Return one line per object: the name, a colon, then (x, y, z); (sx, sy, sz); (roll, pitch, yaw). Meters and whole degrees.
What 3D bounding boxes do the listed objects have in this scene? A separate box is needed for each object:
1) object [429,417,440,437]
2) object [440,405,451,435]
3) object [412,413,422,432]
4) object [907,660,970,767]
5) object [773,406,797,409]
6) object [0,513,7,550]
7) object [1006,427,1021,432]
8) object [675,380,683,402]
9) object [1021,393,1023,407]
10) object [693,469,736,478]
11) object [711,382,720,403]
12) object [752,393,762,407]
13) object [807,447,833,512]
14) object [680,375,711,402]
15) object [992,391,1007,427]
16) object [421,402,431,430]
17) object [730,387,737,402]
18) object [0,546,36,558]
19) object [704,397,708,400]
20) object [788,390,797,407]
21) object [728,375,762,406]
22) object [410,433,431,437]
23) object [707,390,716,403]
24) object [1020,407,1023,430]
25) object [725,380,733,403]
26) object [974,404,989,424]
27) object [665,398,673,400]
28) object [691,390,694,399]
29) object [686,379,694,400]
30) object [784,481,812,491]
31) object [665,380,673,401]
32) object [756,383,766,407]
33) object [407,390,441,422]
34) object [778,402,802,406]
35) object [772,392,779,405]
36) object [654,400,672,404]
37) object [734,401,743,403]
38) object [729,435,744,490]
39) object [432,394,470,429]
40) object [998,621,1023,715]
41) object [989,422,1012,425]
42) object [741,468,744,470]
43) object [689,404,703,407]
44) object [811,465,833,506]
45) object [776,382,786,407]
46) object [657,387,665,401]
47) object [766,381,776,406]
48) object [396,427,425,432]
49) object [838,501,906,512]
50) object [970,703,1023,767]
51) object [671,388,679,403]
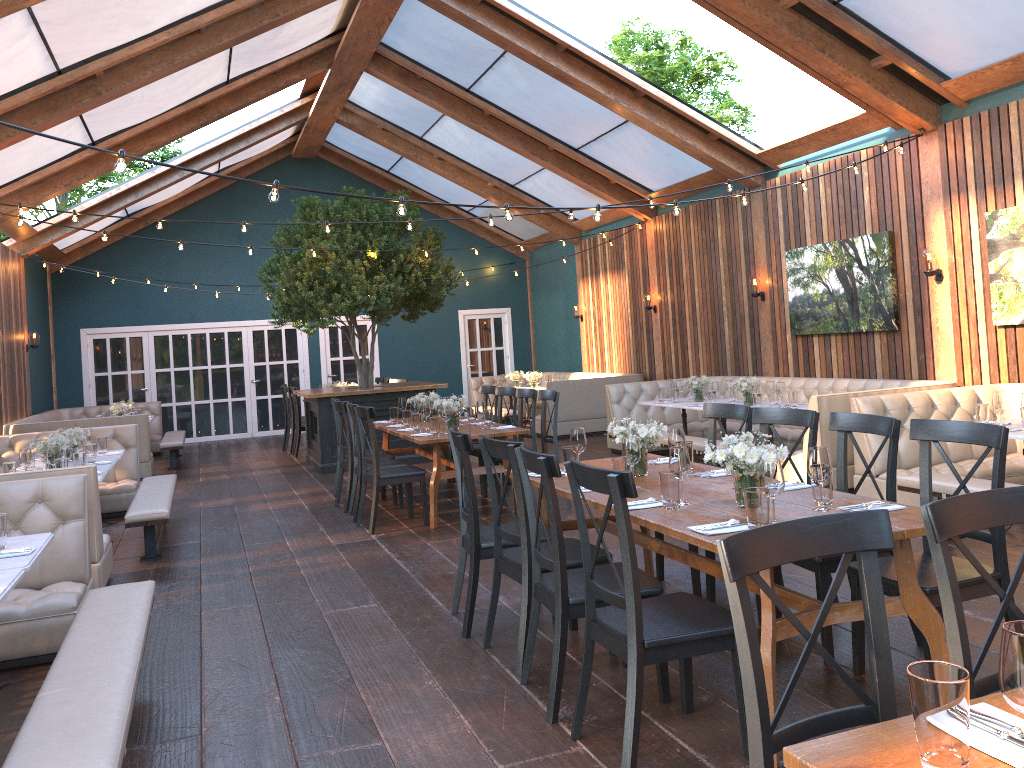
object: (-0.641, 0.355, 7.373); (0.091, 0.158, 0.092); (-4, 0, 17)
object: (-0.561, 0.301, 7.497); (0.092, 0.245, 0.092); (-3, -1, -17)
object: (-0.848, 0.343, 7.919); (0.092, 0.158, 0.092); (-4, 0, 7)
object: (0.692, 0.541, 1.427); (0.092, 0.158, 0.092); (-4, 0, 7)
object: (2.594, 0.227, 8.473); (0.157, 0.019, 0.255); (-5, 3, -19)
object: (-2.345, 0.674, 4.023); (0.092, 0.158, 0.091); (-3, 0, -33)
object: (3.270, 0.301, 5.892); (0.255, 0.019, 0.157); (-5, 3, -19)
object: (1.912, 0.083, 10.114); (0.092, 0.245, 0.092); (-4, -1, 28)
object: (3.423, 0.181, 5.852); (0.092, 0.245, 0.092); (-4, -1, 28)
object: (1.024, 0.450, 4.491); (0.255, 0.019, 0.157); (-5, 3, -19)
object: (2.162, 0.100, 9.383); (0.092, 0.245, 0.092); (-4, -1, 28)
object: (2.372, 0.168, 8.542); (0.092, 0.158, 0.091); (-3, 0, -33)
object: (1.209, 0.372, 3.472); (0.092, 0.245, 0.092); (-4, -1, 23)
object: (2.087, 0.046, 9.966); (0.336, 0.310, 0.329); (-4, 1, -7)
object: (3.354, 0.174, 6.084); (0.092, 0.245, 0.092); (-4, -1, 28)
object: (-0.780, 0.290, 8.046); (0.092, 0.245, 0.092); (-3, -1, -17)
object: (2.415, 0.114, 9.667); (0.092, 0.158, 0.091); (-3, 0, -33)
object: (-2.242, 0.743, 3.888); (0.255, 0.019, 0.157); (-5, 3, -19)
object: (2.252, 0.166, 10.286); (0.255, 0.019, 0.157); (-5, 3, -19)
object: (2.723, 0.144, 8.574); (0.091, 0.158, 0.092); (-4, 0, 17)
object: (2.407, 0.066, 9.063); (0.336, 0.310, 0.329); (-4, 1, -3)
object: (-0.732, 0.423, 7.532); (0.255, 0.019, 0.157); (-5, 3, -19)
object: (2.104, 0.151, 9.291); (0.092, 0.158, 0.091); (-3, 0, -33)
object: (3.364, 0.232, 5.760); (0.092, 0.158, 0.091); (-3, 0, -33)
object: (2.351, 0.079, 9.577); (0.092, 0.245, 0.092); (-4, -1, 28)
object: (3.266, 0.220, 6.144); (0.092, 0.158, 0.091); (-3, 0, -33)
object: (1.894, 0.179, 10.504); (0.157, 0.019, 0.255); (-5, 3, -19)
object: (2.148, 0.096, 10.421); (0.092, 0.158, 0.091); (-3, 0, -33)
object: (2.084, 0.062, 10.331); (0.092, 0.245, 0.092); (-4, -1, 28)
object: (1.215, 0.461, 4.001); (0.255, 0.019, 0.157); (-5, 3, -19)
object: (1.844, 0.076, 10.346); (0.092, 0.245, 0.092); (-4, -1, 28)
object: (2.430, 0.117, 8.633); (0.092, 0.245, 0.092); (-3, -1, -17)
object: (-0.874, 0.223, 8.934); (0.336, 0.310, 0.328); (-4, 1, -24)
object: (2.768, 0.200, 8.825); (0.255, 0.019, 0.157); (-5, 3, -19)
object: (2.664, 0.130, 8.960); (0.092, 0.158, 0.091); (-3, 0, -33)
object: (1.759, 0.203, 10.154); (0.255, 0.019, 0.157); (-5, 3, -19)
object: (2.518, 0.183, 9.532); (0.255, 0.019, 0.157); (-5, 3, -19)
object: (1.034, 0.357, 4.041); (0.092, 0.245, 0.092); (-4, -1, 23)
object: (-0.552, 0.248, 7.936); (0.328, 0.310, 0.336); (-3, 1, 18)
object: (0.798, 0.495, 1.351); (0.092, 0.245, 0.092); (-4, -1, 23)
object: (3.404, 0.277, 6.242); (0.157, 0.019, 0.255); (-5, 3, -19)
object: (1.092, 0.392, 4.145); (0.092, 0.158, 0.092); (-4, 0, 7)
object: (2.009, 0.221, 9.423); (0.255, 0.019, 0.157); (-5, 3, -19)
object: (1.252, 0.408, 3.572); (0.092, 0.158, 0.092); (-4, 0, 7)
object: (2.630, 0.104, 8.636); (0.092, 0.245, 0.092); (-4, -1, 28)
object: (1.756, 0.122, 10.406); (0.092, 0.158, 0.091); (-3, 0, -33)
object: (2.601, 0.095, 8.870); (0.092, 0.245, 0.092); (-4, -1, 28)
object: (-0.924, 0.411, 8.081); (0.255, 0.019, 0.157); (-5, 3, -19)
object: (1.378, 0.476, 3.431); (0.255, 0.019, 0.157); (-5, 3, -19)
object: (0.850, 0.598, 1.508); (0.157, 0.019, 0.255); (-5, 3, -19)
object: (1.854, 0.133, 10.022); (0.092, 0.158, 0.091); (-3, 0, -33)
